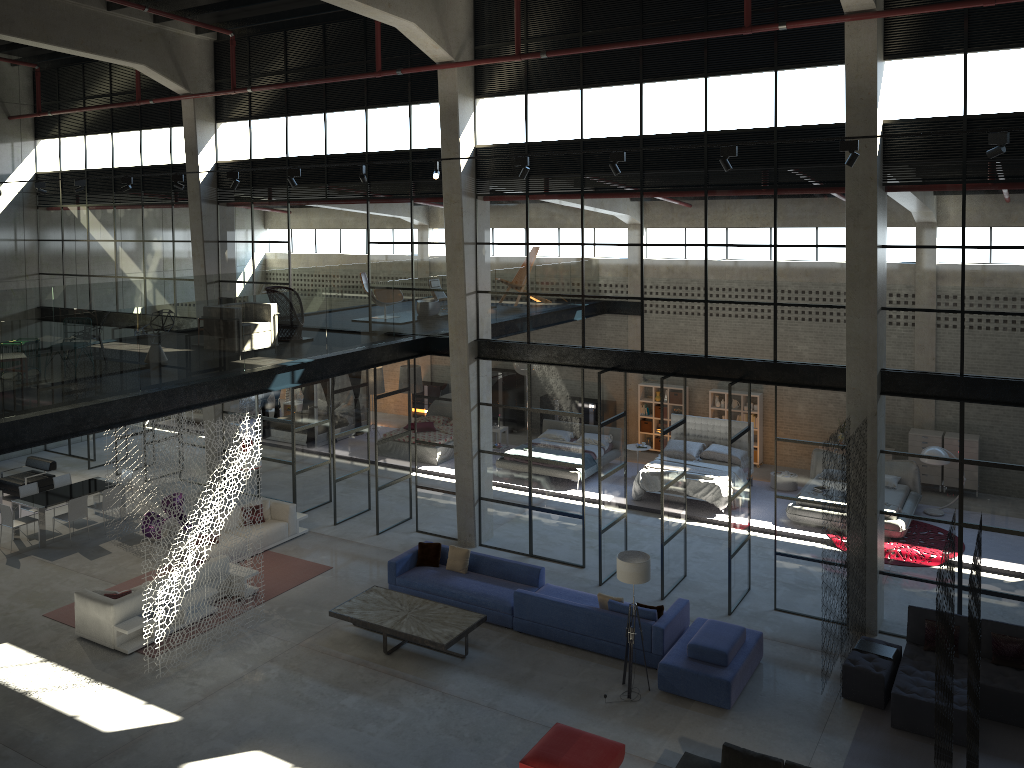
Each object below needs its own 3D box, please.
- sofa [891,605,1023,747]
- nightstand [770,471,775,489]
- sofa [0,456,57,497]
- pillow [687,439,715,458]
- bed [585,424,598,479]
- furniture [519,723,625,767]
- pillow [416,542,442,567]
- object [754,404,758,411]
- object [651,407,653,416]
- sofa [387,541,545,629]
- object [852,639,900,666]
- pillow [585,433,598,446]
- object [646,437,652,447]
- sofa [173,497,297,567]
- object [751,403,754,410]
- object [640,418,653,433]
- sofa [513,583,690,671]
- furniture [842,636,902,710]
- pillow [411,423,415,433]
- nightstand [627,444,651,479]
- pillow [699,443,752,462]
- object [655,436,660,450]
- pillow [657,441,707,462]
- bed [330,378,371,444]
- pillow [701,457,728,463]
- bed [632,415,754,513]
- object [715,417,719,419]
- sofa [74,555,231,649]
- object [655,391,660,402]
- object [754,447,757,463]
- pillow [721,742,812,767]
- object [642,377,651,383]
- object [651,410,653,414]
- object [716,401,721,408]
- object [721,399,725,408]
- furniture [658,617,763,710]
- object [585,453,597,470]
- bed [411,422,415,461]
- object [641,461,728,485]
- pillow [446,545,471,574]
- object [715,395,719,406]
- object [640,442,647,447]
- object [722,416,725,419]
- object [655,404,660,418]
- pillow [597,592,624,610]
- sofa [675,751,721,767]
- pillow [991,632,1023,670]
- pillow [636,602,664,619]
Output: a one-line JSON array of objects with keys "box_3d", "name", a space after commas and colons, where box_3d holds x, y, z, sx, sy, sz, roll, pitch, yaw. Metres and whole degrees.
[{"box_3d": [6.634, 3.675, 9.953, 4.162, 0.862, 1.846, 6, 11, 31], "name": "sofa"}, {"box_3d": [5.956, 2.128, 19.216, 0.580, 0.296, 0.485, 4, 10, 27], "name": "nightstand"}, {"box_3d": [-10.746, 2.107, 19.470, 0.953, 0.753, 0.829, 4, 8, 31], "name": "sofa"}, {"box_3d": [4.051, 1.444, 19.785, 1.056, 0.320, 0.494, 5, 10, 30], "name": "pillow"}, {"box_3d": [1.158, 1.601, 20.750, 2.263, 0.861, 2.424, 5, 11, 30], "name": "bed"}, {"box_3d": [0.658, 4.082, 9.414, 0.857, 0.373, 0.865, 5, 11, 31], "name": "furniture"}, {"box_3d": [-1.361, 2.800, 14.415, 0.398, 0.369, 0.262, 1, 5, 10], "name": "pillow"}, {"box_3d": [5.924, 0.571, 21.242, 0.142, 0.136, 0.142, -7, 9, -41], "name": "object"}, {"box_3d": [3.631, 0.701, 22.601, 0.081, 0.227, 0.081, -2, 4, -28], "name": "object"}, {"box_3d": [-0.730, 3.138, 13.895, 2.342, 0.599, 1.066, 6, 11, 31], "name": "sofa"}, {"box_3d": [4.692, 3.460, 11.328, 0.520, 0.098, 0.303, 7, 12, 36], "name": "object"}, {"box_3d": [1.492, 1.328, 21.407, 1.934, 0.310, 0.554, 6, 11, 31], "name": "pillow"}, {"box_3d": [3.532, 1.512, 22.640, 0.139, 0.234, 0.140, -2, 5, -22], "name": "object"}, {"box_3d": [-5.022, 2.741, 16.049, 0.944, 0.662, 2.172, 4, 11, 30], "name": "sofa"}, {"box_3d": [5.781, 0.540, 21.327, 0.174, 0.168, 0.177, -1, 7, -2], "name": "object"}, {"box_3d": [3.524, 1.071, 22.649, 0.324, 0.295, 0.327, 4, 8, 31], "name": "object"}, {"box_3d": [1.276, 3.289, 12.676, 2.342, 0.716, 1.065, 5, 10, 31], "name": "sofa"}, {"box_3d": [4.611, 3.665, 11.221, 0.511, 0.451, 0.970, 5, 10, 35], "name": "furniture"}, {"box_3d": [-2.345, 1.084, 22.416, 0.876, 0.210, 0.640, 1, 10, 10], "name": "pillow"}, {"box_3d": [2.884, 1.791, 20.113, 0.601, 0.694, 0.609, 0, 6, 3], "name": "nightstand"}, {"box_3d": [4.663, 1.524, 19.178, 0.982, 0.289, 0.699, 6, 12, 33], "name": "pillow"}, {"box_3d": [3.866, 1.514, 22.464, 0.324, 0.295, 0.327, 4, 8, 31], "name": "object"}, {"box_3d": [3.813, 1.488, 19.572, 1.030, 0.370, 0.672, 6, 11, 34], "name": "pillow"}, {"box_3d": [-5.462, 0.385, 24.339, 2.254, 2.062, 2.337, 4, 8, 31], "name": "bed"}, {"box_3d": [4.707, 1.607, 19.244, 0.962, 0.328, 0.723, 6, 11, 31], "name": "pillow"}, {"box_3d": [3.933, 1.660, 18.892, 2.224, 1.405, 2.343, 4, 10, 30], "name": "bed"}, {"box_3d": [5.051, 0.897, 21.660, 0.153, 0.164, 0.155, 1, 7, 14], "name": "object"}, {"box_3d": [-5.458, 3.233, 13.460, 0.950, 0.663, 2.163, 4, 11, 30], "name": "sofa"}, {"box_3d": [3.729, 0.322, 22.388, 0.154, 0.246, 0.155, 1, 5, 22], "name": "object"}, {"box_3d": [5.837, 1.709, 21.305, 0.324, 0.295, 0.327, 4, 8, 31], "name": "object"}, {"box_3d": [2.740, 3.895, 8.295, 0.745, 0.414, 1.599, -6, 11, -29], "name": "pillow"}, {"box_3d": [3.489, -0.109, 22.779, 0.234, 0.150, 0.054, 4, 5, 29], "name": "object"}, {"box_3d": [3.643, 0.739, 22.723, 0.065, 0.106, 0.066, -2, 5, -14], "name": "object"}, {"box_3d": [5.077, 0.502, 21.602, 0.110, 0.155, 0.110, 4, 7, 42], "name": "object"}, {"box_3d": [5.193, 0.478, 21.608, 0.100, 0.202, 0.100, -3, 5, -31], "name": "object"}, {"box_3d": [2.638, 3.536, 11.556, 0.952, 0.549, 1.555, 5, 11, 30], "name": "furniture"}, {"box_3d": [0.856, 1.694, 20.223, 2.117, 0.245, 0.727, 6, 12, 31], "name": "object"}, {"box_3d": [-2.040, 1.064, 22.672, 2.036, 1.268, 2.367, 4, 10, 31], "name": "bed"}, {"box_3d": [3.698, 2.077, 18.490, 2.288, 0.653, 0.658, 6, 9, 34], "name": "object"}, {"box_3d": [-0.870, 2.837, 14.170, 0.402, 0.379, 0.209, 4, 6, 32], "name": "pillow"}, {"box_3d": [5.078, 0.422, 21.734, 0.094, 0.260, 0.095, -1, 3, -8], "name": "object"}, {"box_3d": [3.015, 1.385, 20.114, 0.168, 0.089, 0.171, -2, 9, -7], "name": "object"}, {"box_3d": [5.215, 0.888, 21.584, 0.099, 0.201, 0.099, -4, 6, -42], "name": "object"}, {"box_3d": [3.864, 0.695, 22.425, 0.324, 0.295, 0.327, 4, 8, 31], "name": "object"}, {"box_3d": [1.412, 3.152, 12.382, 0.402, 0.379, 0.209, 4, 6, 32], "name": "pillow"}, {"box_3d": [2.462, 4.170, 8.352, 2.113, 0.557, 1.094, 6, 11, 31], "name": "sofa"}, {"box_3d": [6.175, 3.327, 10.915, 0.407, 0.374, 0.194, 4, 6, 31], "name": "pillow"}, {"box_3d": [1.902, 3.198, 12.137, 0.398, 0.369, 0.262, 1, 5, 10], "name": "pillow"}]
